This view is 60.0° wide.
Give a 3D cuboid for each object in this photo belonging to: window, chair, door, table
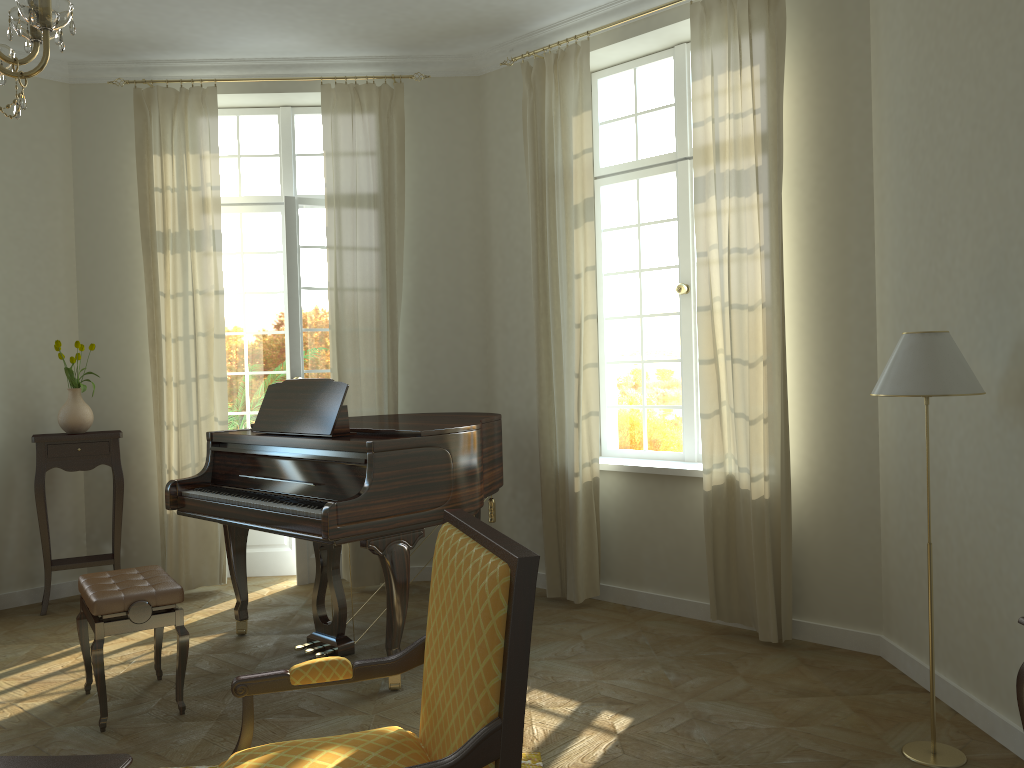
[{"bbox_3d":[-1.623,-1.657,6.419,1.380,0.680,0.055,-2,1,-2],"label":"window"},{"bbox_3d":[-1.715,1.159,3.994,0.385,0.563,0.638,-2,1,-32],"label":"chair"},{"bbox_3d":[-0.345,0.891,1.995,0.671,1.083,0.730,-2,1,-17],"label":"chair"},{"bbox_3d":[-1.568,0.050,6.265,1.385,2.690,0.425,-2,1,-1],"label":"door"},{"bbox_3d":[-2.811,0.879,5.782,0.522,1.114,0.344,-2,1,-27],"label":"table"},{"bbox_3d":[-1.399,1.223,1.850,0.922,0.494,0.932,-2,1,0],"label":"table"},{"bbox_3d":[1.054,-0.789,5.390,1.400,2.550,0.181,-1,1,43],"label":"window"}]

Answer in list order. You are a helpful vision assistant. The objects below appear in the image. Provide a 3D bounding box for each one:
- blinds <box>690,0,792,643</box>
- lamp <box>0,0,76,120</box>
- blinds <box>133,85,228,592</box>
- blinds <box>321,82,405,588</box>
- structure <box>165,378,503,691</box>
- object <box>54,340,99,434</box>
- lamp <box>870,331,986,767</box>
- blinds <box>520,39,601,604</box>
[{"bbox_3d":[1.226,-0.367,4.644,0.159,3.381,0.552,-3,1,-44],"label":"blinds"},{"bbox_3d":[-1.493,-1.403,2.212,0.661,1.466,0.662,-2,1,-32],"label":"lamp"},{"bbox_3d":[-2.197,-0.290,5.964,0.552,3.386,0.159,-2,1,-5],"label":"blinds"},{"bbox_3d":[-0.954,-0.329,5.951,0.554,3.386,0.162,-2,1,-7],"label":"blinds"},{"bbox_3d":[-0.684,0.675,4.933,1.514,1.439,1.856,-1,1,43],"label":"structure"},{"bbox_3d":[-2.837,0.018,5.764,0.242,0.609,0.264,-1,1,23],"label":"object"},{"bbox_3d":[1.524,0.586,3.237,0.380,1.552,0.380,-2,1,-7],"label":"lamp"},{"bbox_3d":[0.288,-0.356,5.461,0.162,3.384,0.554,-3,1,-41],"label":"blinds"}]
